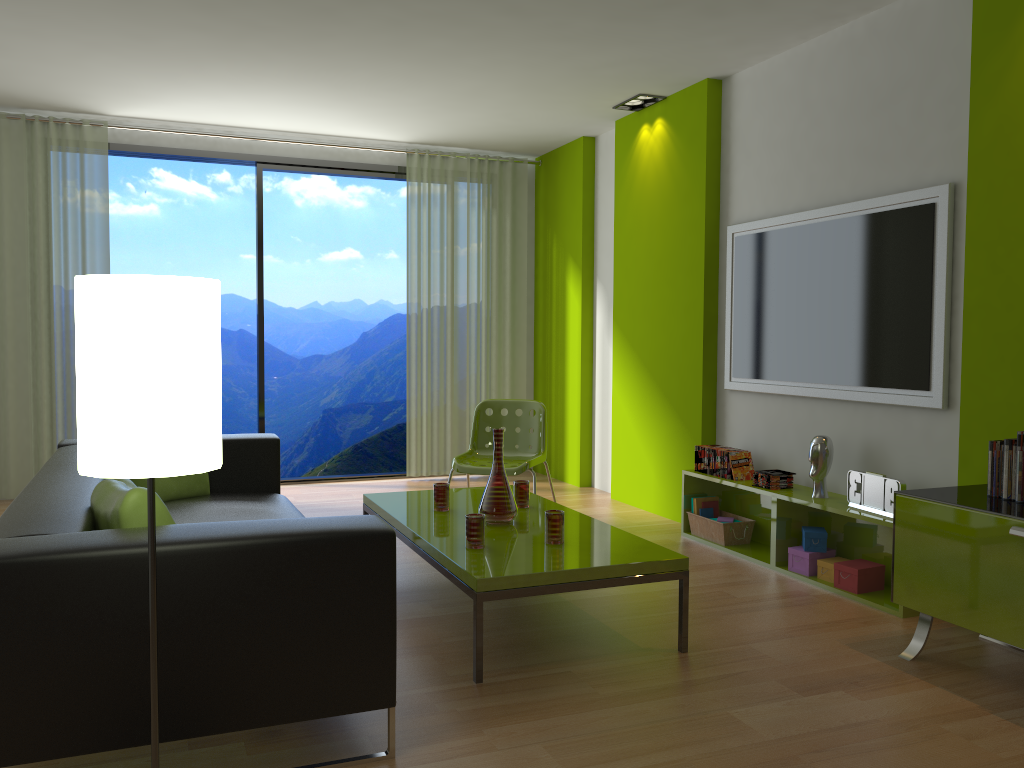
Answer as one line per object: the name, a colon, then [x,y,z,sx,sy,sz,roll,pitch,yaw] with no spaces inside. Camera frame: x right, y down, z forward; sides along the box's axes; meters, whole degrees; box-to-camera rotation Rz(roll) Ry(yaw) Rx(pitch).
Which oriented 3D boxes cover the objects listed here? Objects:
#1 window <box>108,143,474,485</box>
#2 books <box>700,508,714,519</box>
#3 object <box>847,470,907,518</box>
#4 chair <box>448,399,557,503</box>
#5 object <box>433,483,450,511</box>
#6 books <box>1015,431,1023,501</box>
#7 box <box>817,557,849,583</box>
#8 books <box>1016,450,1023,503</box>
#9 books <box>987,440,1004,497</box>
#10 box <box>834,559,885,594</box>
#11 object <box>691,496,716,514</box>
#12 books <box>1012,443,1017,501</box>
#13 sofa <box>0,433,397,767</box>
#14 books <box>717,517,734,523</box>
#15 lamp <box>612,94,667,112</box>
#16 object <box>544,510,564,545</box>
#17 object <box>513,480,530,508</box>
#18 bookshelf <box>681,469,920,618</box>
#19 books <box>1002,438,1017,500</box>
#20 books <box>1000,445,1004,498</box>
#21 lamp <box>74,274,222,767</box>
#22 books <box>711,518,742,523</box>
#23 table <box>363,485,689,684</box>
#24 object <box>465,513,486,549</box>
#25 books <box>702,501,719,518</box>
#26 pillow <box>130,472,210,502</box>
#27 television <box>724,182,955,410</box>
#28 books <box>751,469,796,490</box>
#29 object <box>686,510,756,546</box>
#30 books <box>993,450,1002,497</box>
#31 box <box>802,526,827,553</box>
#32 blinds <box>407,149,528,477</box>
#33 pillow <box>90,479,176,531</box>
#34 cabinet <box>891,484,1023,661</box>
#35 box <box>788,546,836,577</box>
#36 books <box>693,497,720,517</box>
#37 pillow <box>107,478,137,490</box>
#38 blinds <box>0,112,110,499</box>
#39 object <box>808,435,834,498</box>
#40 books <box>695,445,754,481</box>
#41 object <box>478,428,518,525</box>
window: [-1.717,-0.464,6.836,3.336,2.498,0.219,-1,3,-22]
books: [1.100,0.776,5.009,0.086,0.148,0.025,-1,3,-22]
object: [1.587,0.478,3.871,0.047,0.176,0.340,-1,3,-17]
chair: [-0.068,0.484,5.177,0.640,0.759,0.546,1,3,16]
object: [-0.319,0.514,4.023,0.076,0.122,0.075,1,3,13]
books: [1.793,0.283,3.048,0.163,0.246,0.017,-1,3,-22]
box: [1.502,0.864,4.107,0.169,0.093,0.102,-1,3,-27]
books: [1.793,0.316,3.027,0.180,0.183,0.025,-1,3,-22]
books: [1.753,0.300,3.147,0.163,0.201,0.025,-1,3,-22]
box: [1.549,0.860,3.955,0.202,0.116,0.135,-1,3,-27]
object: [1.101,0.747,5.073,0.158,0.200,0.040,-1,3,-22]
books: [1.788,0.304,3.063,0.161,0.201,0.013,-1,3,-22]
sofa: [-1.224,0.632,3.350,1.061,0.639,2.583,-1,3,-22]
books: [1.176,0.747,4.883,0.087,0.008,0.110,1,3,18]
lamp: [0.809,-1.851,5.648,0.192,0.131,0.352,-1,3,-22]
object: [0.162,0.549,3.393,0.075,0.122,0.076,2,3,33]
object: [0.044,0.512,4.109,0.076,0.122,0.075,1,3,13]
bookshelf: [1.422,0.720,4.398,0.306,0.378,1.630,-1,3,-22]
books: [1.775,0.296,3.081,0.172,0.215,0.030,-1,3,-22]
books: [1.774,0.307,3.111,0.151,0.191,0.025,-1,3,-22]
lamp: [-0.757,0.403,1.873,0.302,1.244,0.295,-1,3,-22]
books: [1.185,0.765,4.867,0.143,0.025,0.182,-1,3,-22]
table: [-0.056,0.758,3.811,0.810,0.349,1.682,-1,3,-22]
object: [-0.137,0.551,3.313,0.076,0.122,0.075,1,3,13]
books: [1.129,0.758,5.034,0.105,0.182,0.031,-1,3,-22]
pillow: [-1.636,0.381,4.110,0.269,0.362,0.399,2,3,26]
television: [1.528,-0.400,4.399,0.028,0.941,1.537,-1,3,-22]
books: [1.328,0.486,4.517,0.164,0.078,0.172,-1,3,-23]
object: [1.157,0.798,4.928,0.213,0.129,0.367,-1,3,-22]
books: [1.761,0.316,3.128,0.163,0.171,0.017,-1,3,-22]
box: [1.442,0.741,4.231,0.102,0.093,0.138,1,3,13]
blinds: [-0.361,-0.554,7.137,1.012,2.568,0.067,-1,3,-22]
pillow: [-1.067,0.467,2.551,0.210,0.403,0.457,-2,4,-36]
cabinet: [2.227,0.765,1.751,0.547,0.593,3.384,-1,3,-22]
box: [1.433,0.845,4.242,0.202,0.116,0.135,-1,3,-27]
books: [1.110,0.747,5.050,0.158,0.202,0.051,-1,3,-22]
pillow: [-1.226,0.463,2.911,0.164,0.317,0.380,-2,4,-38]
blinds: [-3.254,-0.511,5.970,1.012,2.568,0.067,-1,3,-22]
object: [1.474,0.396,4.226,0.107,0.305,0.107,2,4,34]
books: [1.175,0.432,4.893,0.147,0.150,0.370,-1,3,-22]
object: [-0.058,0.389,3.743,0.168,0.400,0.168,-2,4,-36]
